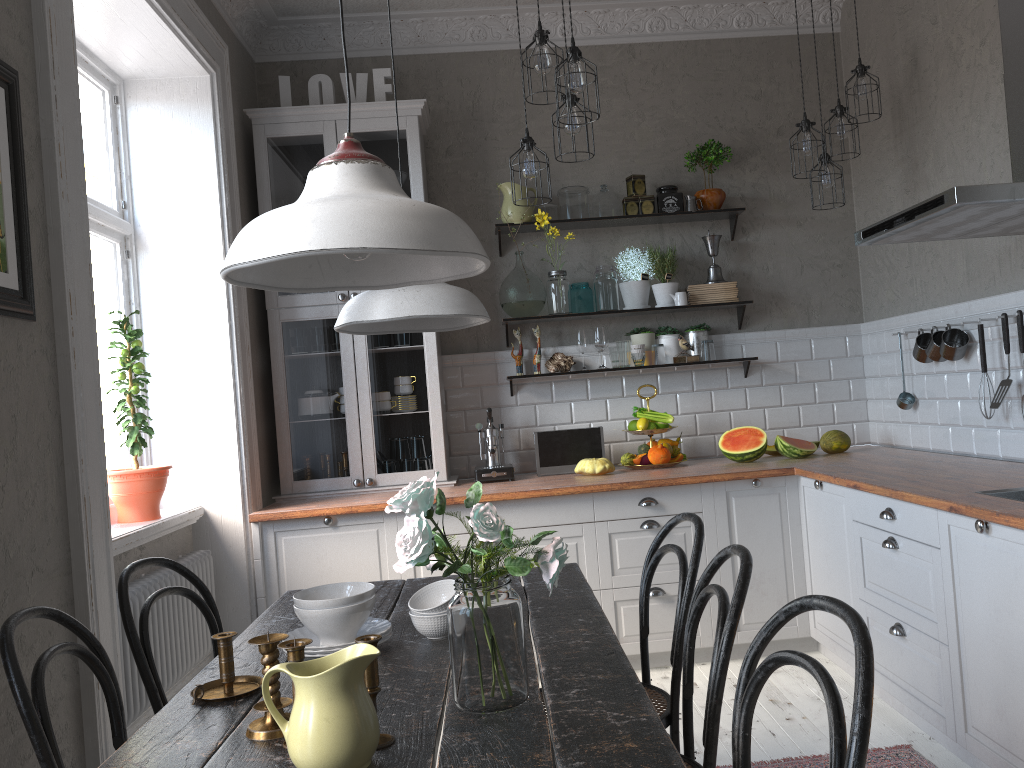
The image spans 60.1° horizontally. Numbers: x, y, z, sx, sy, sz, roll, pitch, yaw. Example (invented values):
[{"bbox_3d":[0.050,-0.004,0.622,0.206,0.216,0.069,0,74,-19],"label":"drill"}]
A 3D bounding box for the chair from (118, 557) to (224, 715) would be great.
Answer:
[{"bbox_3d":[-0.674,0.896,2.280,0.545,0.920,0.441,-5,-1,10],"label":"chair"}]

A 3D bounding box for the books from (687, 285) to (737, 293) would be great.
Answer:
[{"bbox_3d":[1.067,-0.503,4.745,0.259,0.016,0.159,-5,-1,9],"label":"books"}]

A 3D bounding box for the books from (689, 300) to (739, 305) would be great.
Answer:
[{"bbox_3d":[1.073,-0.427,4.744,0.261,0.011,0.157,-5,-1,0],"label":"books"}]

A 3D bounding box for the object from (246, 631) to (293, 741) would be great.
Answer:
[{"bbox_3d":[-0.409,0.502,1.507,0.097,0.172,0.094,-4,-1,-22],"label":"object"}]

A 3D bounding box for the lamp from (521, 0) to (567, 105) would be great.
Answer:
[{"bbox_3d":[0.054,-1.903,3.234,0.148,1.735,0.145,-4,-1,-16],"label":"lamp"}]

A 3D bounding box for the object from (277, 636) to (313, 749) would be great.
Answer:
[{"bbox_3d":[-0.347,0.496,1.439,0.061,0.172,0.063,-5,-1,19],"label":"object"}]

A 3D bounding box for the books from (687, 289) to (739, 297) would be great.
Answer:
[{"bbox_3d":[1.069,-0.482,4.745,0.261,0.011,0.157,-5,-1,0],"label":"books"}]

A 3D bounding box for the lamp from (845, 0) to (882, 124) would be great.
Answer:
[{"bbox_3d":[1.552,-2.082,4.082,0.149,1.735,0.144,-4,-1,-31],"label":"lamp"}]

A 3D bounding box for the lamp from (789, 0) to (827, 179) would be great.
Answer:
[{"bbox_3d":[1.269,-1.802,3.988,0.144,1.735,0.149,-5,-1,29],"label":"lamp"}]

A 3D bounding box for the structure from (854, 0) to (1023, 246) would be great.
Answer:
[{"bbox_3d":[1.563,-1.334,2.940,0.715,1.595,0.710,-4,-1,-3],"label":"structure"}]

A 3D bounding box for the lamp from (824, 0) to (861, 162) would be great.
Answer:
[{"bbox_3d":[1.517,-1.948,4.247,0.143,1.735,0.150,-5,-1,39],"label":"lamp"}]

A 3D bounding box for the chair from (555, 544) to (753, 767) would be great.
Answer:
[{"bbox_3d":[0.250,0.815,1.821,0.547,0.920,0.439,-5,-1,5],"label":"chair"}]

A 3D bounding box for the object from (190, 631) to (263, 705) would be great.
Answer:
[{"bbox_3d":[-0.559,0.548,1.736,0.141,0.112,0.137,-4,-1,-20],"label":"object"}]

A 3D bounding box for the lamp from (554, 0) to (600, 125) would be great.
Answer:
[{"bbox_3d":[0.164,-1.783,3.081,0.143,1.735,0.150,-5,-1,44],"label":"lamp"}]

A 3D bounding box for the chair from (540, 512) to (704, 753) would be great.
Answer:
[{"bbox_3d":[0.256,0.822,2.305,0.552,0.920,0.436,-4,-1,-5],"label":"chair"}]

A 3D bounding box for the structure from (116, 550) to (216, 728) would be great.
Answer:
[{"bbox_3d":[-1.285,0.899,3.160,0.149,0.428,1.218,-4,-1,-3],"label":"structure"}]

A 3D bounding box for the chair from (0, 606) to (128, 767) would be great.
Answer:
[{"bbox_3d":[-0.680,0.888,1.794,0.552,0.920,0.436,-4,-1,-5],"label":"chair"}]

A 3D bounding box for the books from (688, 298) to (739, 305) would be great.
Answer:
[{"bbox_3d":[1.072,-0.438,4.744,0.260,0.011,0.158,-5,-1,3],"label":"books"}]

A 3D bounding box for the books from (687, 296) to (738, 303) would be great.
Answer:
[{"bbox_3d":[1.071,-0.449,4.744,0.259,0.016,0.159,-5,-1,9],"label":"books"}]

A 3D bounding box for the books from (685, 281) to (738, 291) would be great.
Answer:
[{"bbox_3d":[1.066,-0.524,4.746,0.260,0.011,0.158,-5,-1,3],"label":"books"}]

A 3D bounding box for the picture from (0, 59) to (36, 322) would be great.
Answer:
[{"bbox_3d":[-1.187,-0.466,1.917,0.020,0.619,0.520,-5,-1,-2],"label":"picture"}]

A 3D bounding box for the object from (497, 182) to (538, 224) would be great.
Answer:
[{"bbox_3d":[0.032,-0.933,4.623,0.189,0.216,0.174,-5,-1,11],"label":"object"}]

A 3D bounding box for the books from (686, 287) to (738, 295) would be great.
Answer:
[{"bbox_3d":[1.068,-0.492,4.745,0.260,0.011,0.158,-5,-1,3],"label":"books"}]

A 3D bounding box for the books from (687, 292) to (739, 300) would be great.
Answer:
[{"bbox_3d":[1.070,-0.470,4.745,0.260,0.011,0.158,-5,-1,3],"label":"books"}]

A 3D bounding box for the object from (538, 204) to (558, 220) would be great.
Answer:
[{"bbox_3d":[0.194,-0.892,4.691,0.103,0.111,0.103,-4,-1,-3],"label":"object"}]

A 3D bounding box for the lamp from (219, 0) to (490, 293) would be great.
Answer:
[{"bbox_3d":[-0.293,-1.080,1.292,0.372,1.858,0.387,-5,-1,35],"label":"lamp"}]

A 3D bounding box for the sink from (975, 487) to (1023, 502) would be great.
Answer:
[{"bbox_3d":[1.688,0.202,2.521,0.529,0.720,0.485,-4,-1,-3],"label":"sink"}]

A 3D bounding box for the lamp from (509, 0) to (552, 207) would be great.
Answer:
[{"bbox_3d":[0.010,-1.556,3.384,0.150,1.735,0.144,-4,-1,-36],"label":"lamp"}]

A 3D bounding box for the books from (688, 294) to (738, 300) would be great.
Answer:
[{"bbox_3d":[1.071,-0.460,4.745,0.260,0.016,0.158,-5,-1,6],"label":"books"}]

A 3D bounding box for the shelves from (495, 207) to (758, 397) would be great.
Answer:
[{"bbox_3d":[0.602,-0.412,4.706,1.320,0.923,0.228,-4,-1,-4],"label":"shelves"}]

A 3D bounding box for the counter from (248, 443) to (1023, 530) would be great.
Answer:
[{"bbox_3d":[0.475,0.434,3.086,3.170,0.039,3.382,-5,-1,-3],"label":"counter"}]

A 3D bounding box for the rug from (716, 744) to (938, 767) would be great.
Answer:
[{"bbox_3d":[0.998,1.214,2.296,0.738,0.014,1.286,-5,-1,-2],"label":"rug"}]

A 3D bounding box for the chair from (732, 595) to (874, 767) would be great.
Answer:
[{"bbox_3d":[0.267,0.804,1.288,0.552,0.920,0.436,-4,-1,-5],"label":"chair"}]

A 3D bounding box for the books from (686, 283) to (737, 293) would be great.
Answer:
[{"bbox_3d":[1.066,-0.514,4.745,0.260,0.016,0.158,-5,-1,6],"label":"books"}]

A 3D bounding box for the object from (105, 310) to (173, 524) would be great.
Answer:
[{"bbox_3d":[-1.462,0.119,3.410,0.256,0.813,0.264,-5,-1,25],"label":"object"}]

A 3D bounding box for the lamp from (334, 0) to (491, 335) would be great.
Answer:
[{"bbox_3d":[-0.315,-1.063,2.184,0.378,1.858,0.380,-5,-1,5],"label":"lamp"}]

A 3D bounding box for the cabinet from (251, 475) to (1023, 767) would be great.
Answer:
[{"bbox_3d":[0.955,0.811,3.259,4.106,0.854,2.030,-5,-1,43],"label":"cabinet"}]

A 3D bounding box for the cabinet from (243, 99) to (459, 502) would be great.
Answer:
[{"bbox_3d":[-0.786,-0.397,4.475,0.882,1.921,0.386,-4,-1,-4],"label":"cabinet"}]

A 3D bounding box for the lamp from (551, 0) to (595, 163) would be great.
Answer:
[{"bbox_3d":[0.172,-1.728,3.394,0.148,1.735,0.145,-4,-1,-16],"label":"lamp"}]

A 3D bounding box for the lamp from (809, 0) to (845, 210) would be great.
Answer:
[{"bbox_3d":[1.404,-1.688,4.129,0.149,1.735,0.144,-4,-1,-31],"label":"lamp"}]

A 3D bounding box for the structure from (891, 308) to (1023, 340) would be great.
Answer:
[{"bbox_3d":[1.905,-0.252,3.805,0.095,0.053,1.083,-5,-1,-2],"label":"structure"}]
